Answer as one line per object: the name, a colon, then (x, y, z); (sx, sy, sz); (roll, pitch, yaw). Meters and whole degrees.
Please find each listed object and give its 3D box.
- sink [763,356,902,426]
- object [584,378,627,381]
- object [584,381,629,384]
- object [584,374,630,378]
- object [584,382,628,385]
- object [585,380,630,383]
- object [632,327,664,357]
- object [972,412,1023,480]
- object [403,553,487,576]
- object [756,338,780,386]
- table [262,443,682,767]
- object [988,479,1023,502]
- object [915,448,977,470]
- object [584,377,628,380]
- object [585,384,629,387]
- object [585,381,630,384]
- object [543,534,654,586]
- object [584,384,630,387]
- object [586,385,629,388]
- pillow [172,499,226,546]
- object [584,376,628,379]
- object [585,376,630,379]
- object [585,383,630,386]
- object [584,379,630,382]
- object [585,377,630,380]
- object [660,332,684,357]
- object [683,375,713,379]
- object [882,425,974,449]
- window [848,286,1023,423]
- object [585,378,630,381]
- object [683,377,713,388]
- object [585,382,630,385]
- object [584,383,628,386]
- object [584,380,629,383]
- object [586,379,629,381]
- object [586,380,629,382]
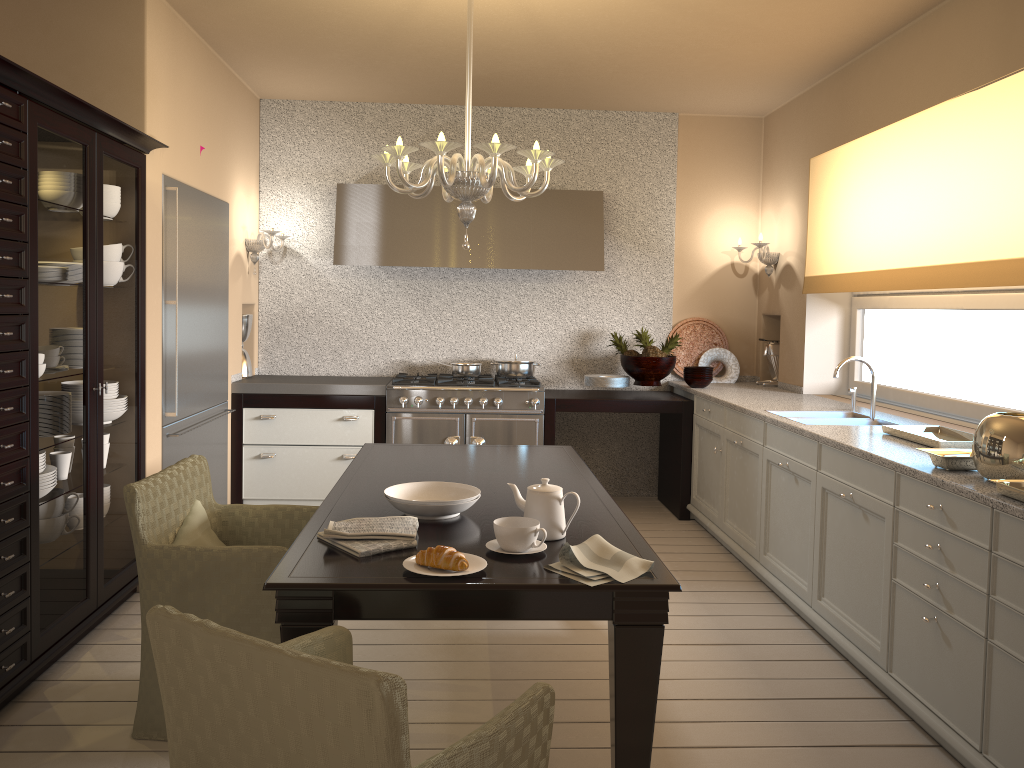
sink: (1.451, 0.112, 4.029); (0.458, 0.480, 0.539); (1, 4, -3)
object: (0.584, -0.027, 5.447); (0.278, 0.011, 0.279); (0, 5, -16)
object: (0.583, -0.006, 5.448); (0.278, 0.011, 0.279); (0, 5, -16)
object: (0.584, -0.043, 5.446); (0.278, 0.011, 0.279); (0, 5, -16)
object: (0.583, -0.001, 5.447); (0.278, 0.011, 0.279); (0, 5, -16)
object: (0.583, -0.016, 5.447); (0.278, 0.011, 0.279); (0, 5, -16)
object: (0.845, -0.224, 5.557); (0.160, 0.278, 0.270); (0, 4, -21)
object: (1.448, 0.185, 2.534); (0.235, 0.195, 0.236); (2, 4, 14)
object: (-0.155, 0.421, 2.049); (0.194, 0.014, 0.195); (-1, 6, -27)
object: (1.801, -0.139, 5.756); (0.391, 0.305, 0.383); (1, 4, -3)
table: (-0.142, 0.679, 2.947); (0.918, 0.652, 1.996); (1, 5, -3)
object: (1.417, 0.293, 2.151); (0.274, 0.034, 0.447); (1, 5, -3)
object: (1.376, 0.235, 2.733); (0.197, 0.048, 0.153); (1, 5, -3)
object: (0.584, -0.032, 5.446); (0.278, 0.011, 0.279); (0, 5, -16)
object: (0.583, 0.007, 5.448); (0.278, 0.011, 0.279); (0, 5, -16)
object: (0.584, -0.010, 5.447); (0.278, 0.011, 0.279); (0, 5, -16)
object: (0.207, 0.403, 2.062); (0.205, 0.063, 0.197); (-3, 6, -41)
object: (0.583, 0.010, 5.448); (0.278, 0.011, 0.279); (0, 5, -16)
object: (0.583, 0.012, 5.449); (0.278, 0.011, 0.279); (0, 5, -16)
pillow: (-0.935, 0.525, 2.742); (0.192, 0.294, 0.441); (1, 4, -4)
object: (0.583, -0.038, 5.446); (0.278, 0.011, 0.279); (0, 5, -16)
object: (0.584, -0.040, 5.446); (0.278, 0.011, 0.279); (0, 5, -16)
object: (0.583, 0.002, 5.448); (0.278, 0.011, 0.279); (0, 5, -16)
object: (0.583, -0.021, 5.447); (0.278, 0.011, 0.279); (0, 5, -16)
object: (0.584, -0.035, 5.445); (0.278, 0.011, 0.279); (0, 5, -16)
object: (0.970, -0.197, 5.664); (0.275, 0.284, 0.138); (0, 3, -18)
object: (1.147, -0.018, 5.465); (0.180, 0.063, 0.181); (-1, 5, -26)
object: (1.602, 0.198, 3.322); (0.241, 0.030, 0.430); (1, 5, -3)
window: (2.102, -0.458, 3.389); (0.047, 1.350, 3.576); (1, 5, -3)
object: (0.584, -0.029, 5.447); (0.278, 0.011, 0.279); (0, 5, -16)
object: (1.146, -0.005, 5.466); (0.180, 0.063, 0.181); (-1, 5, -26)
object: (0.583, -0.004, 5.448); (0.278, 0.011, 0.279); (0, 5, -16)
object: (0.583, 0.004, 5.448); (0.278, 0.011, 0.279); (0, 5, -16)
object: (0.583, -0.012, 5.448); (0.278, 0.011, 0.279); (0, 5, -16)
object: (0.584, -0.024, 5.446); (0.278, 0.011, 0.279); (0, 5, -16)
object: (0.583, -0.018, 5.448); (0.278, 0.011, 0.279); (0, 5, -16)
